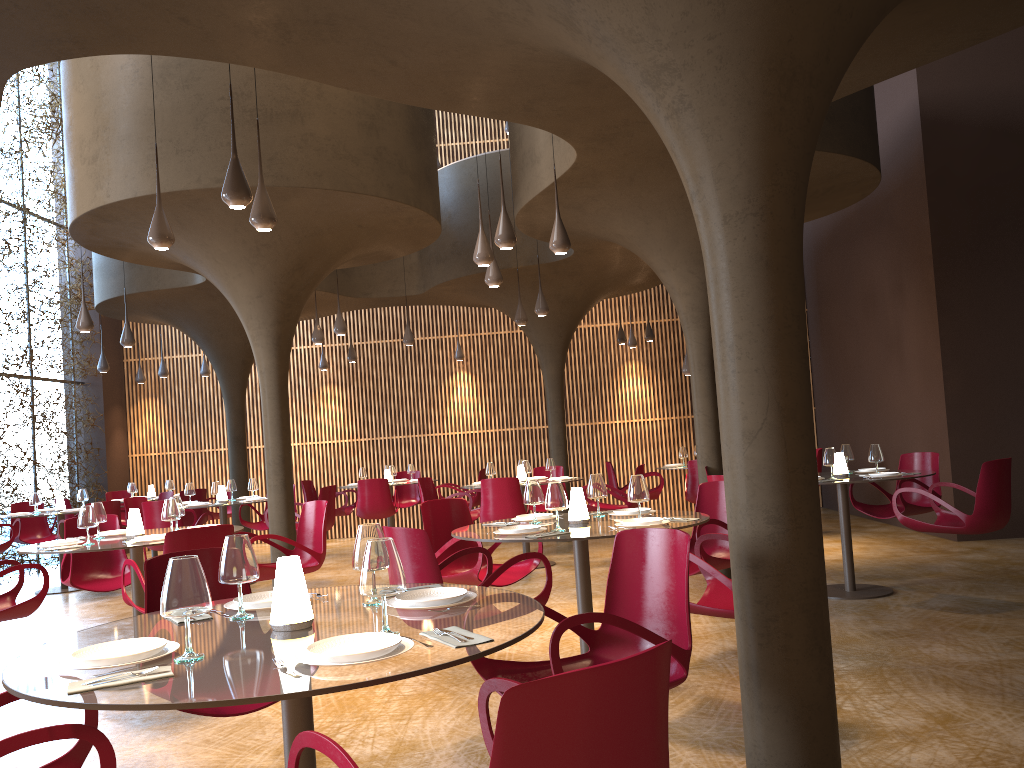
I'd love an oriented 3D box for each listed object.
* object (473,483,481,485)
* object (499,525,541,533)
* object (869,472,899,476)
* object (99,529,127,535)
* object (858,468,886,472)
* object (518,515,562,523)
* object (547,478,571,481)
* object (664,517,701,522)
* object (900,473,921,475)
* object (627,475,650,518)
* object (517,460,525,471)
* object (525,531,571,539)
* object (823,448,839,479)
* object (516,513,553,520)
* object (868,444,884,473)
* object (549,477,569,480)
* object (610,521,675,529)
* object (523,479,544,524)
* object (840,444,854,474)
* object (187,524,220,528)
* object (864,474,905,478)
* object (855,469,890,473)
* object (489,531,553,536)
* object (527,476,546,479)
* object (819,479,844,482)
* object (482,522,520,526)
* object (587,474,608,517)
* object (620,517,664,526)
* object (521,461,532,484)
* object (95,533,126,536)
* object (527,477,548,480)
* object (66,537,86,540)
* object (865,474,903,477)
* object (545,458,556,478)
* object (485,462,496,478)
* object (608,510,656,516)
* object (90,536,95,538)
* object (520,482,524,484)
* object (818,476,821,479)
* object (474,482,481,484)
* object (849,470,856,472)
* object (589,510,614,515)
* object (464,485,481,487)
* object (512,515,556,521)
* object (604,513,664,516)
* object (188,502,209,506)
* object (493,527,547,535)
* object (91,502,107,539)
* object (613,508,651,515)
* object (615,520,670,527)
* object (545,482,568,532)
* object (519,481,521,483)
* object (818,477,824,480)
[{"bbox_3d":[-0.385,1.361,12.106,0.332,0.014,0.332,-6,-4,29],"label":"object"},{"bbox_3d":[0.050,0.894,5.438,0.263,0.029,0.263,-7,-5,38],"label":"object"},{"bbox_3d":[3.430,0.835,8.174,0.263,0.029,0.263,-3,-4,-12],"label":"object"},{"bbox_3d":[-3.375,1.266,7.549,0.263,0.029,0.263,-2,-4,-26],"label":"object"},{"bbox_3d":[3.643,0.872,8.966,0.263,0.029,0.263,-1,-5,-38],"label":"object"},{"bbox_3d":[0.165,0.949,6.255,0.204,0.012,0.410,-7,-5,44],"label":"object"},{"bbox_3d":[0.630,1.275,11.863,0.332,0.014,0.332,-7,-5,36],"label":"object"},{"bbox_3d":[1.042,0.849,5.550,0.126,0.017,0.262,-1,-5,-37],"label":"object"},{"bbox_3d":[3.690,0.844,8.328,0.126,0.017,0.262,-1,-4,-34],"label":"object"},{"bbox_3d":[0.802,0.726,5.619,0.142,0.295,0.142,-5,-3,29],"label":"object"},{"bbox_3d":[0.141,1.203,12.357,0.142,0.295,0.142,-6,-3,35],"label":"object"},{"bbox_3d":[0.212,0.883,5.182,0.262,0.017,0.126,-1,-4,-36],"label":"object"},{"bbox_3d":[2.992,0.747,8.310,0.142,0.295,0.142,-4,-2,8],"label":"object"},{"bbox_3d":[0.162,0.938,6.251,0.263,0.029,0.263,-7,-5,39],"label":"object"},{"bbox_3d":[3.454,0.721,8.409,0.142,0.295,0.142,-3,-2,-13],"label":"object"},{"bbox_3d":[0.630,1.265,11.864,0.263,0.029,0.263,-5,-4,10],"label":"object"},{"bbox_3d":[0.787,0.850,5.379,0.410,0.012,0.204,-1,-5,-42],"label":"object"},{"bbox_3d":[0.149,0.797,6.023,0.142,0.295,0.142,-2,-3,-31],"label":"object"},{"bbox_3d":[3.409,0.764,9.027,0.142,0.295,0.142,-5,-3,15],"label":"object"},{"bbox_3d":[-2.570,1.200,7.399,0.263,0.029,0.263,-1,-5,-42],"label":"object"},{"bbox_3d":[3.427,0.846,8.170,0.410,0.012,0.205,-1,-5,-38],"label":"object"},{"bbox_3d":[3.644,0.881,8.966,0.332,0.014,0.332,-5,-4,20],"label":"object"},{"bbox_3d":[0.047,0.905,5.441,0.204,0.012,0.411,-1,-5,-40],"label":"object"},{"bbox_3d":[0.343,1.325,12.483,0.263,0.029,0.263,-4,-4,4],"label":"object"},{"bbox_3d":[2.889,0.885,8.094,0.262,0.017,0.127,-2,-4,-25],"label":"object"},{"bbox_3d":[-0.075,0.959,6.064,0.126,0.017,0.262,-1,-5,-42],"label":"object"},{"bbox_3d":[0.595,0.776,6.180,0.142,0.295,0.142,-6,-3,34],"label":"object"},{"bbox_3d":[0.790,0.839,5.383,0.263,0.029,0.263,-6,-4,24],"label":"object"},{"bbox_3d":[0.185,1.151,11.588,0.142,0.295,0.142,-4,-2,-6],"label":"object"},{"bbox_3d":[-3.374,1.275,7.549,0.332,0.014,0.332,-5,-4,19],"label":"object"},{"bbox_3d":[0.344,1.334,12.482,0.331,0.014,0.332,-3,-4,-15],"label":"object"},{"bbox_3d":[-3.637,1.291,7.400,0.126,0.017,0.262,-2,-4,-33],"label":"object"},{"bbox_3d":[3.430,0.845,8.173,0.331,0.014,0.332,-3,-4,-15],"label":"object"},{"bbox_3d":[0.525,1.159,12.080,0.142,0.295,0.142,-3,-3,-23],"label":"object"},{"bbox_3d":[-0.285,1.204,11.906,0.142,0.295,0.142,-6,-3,41],"label":"object"},{"bbox_3d":[0.833,0.894,6.133,0.332,0.014,0.332,-4,-4,7],"label":"object"},{"bbox_3d":[-3.371,1.276,7.552,0.410,0.012,0.205,-1,-5,-37],"label":"object"},{"bbox_3d":[-0.008,1.294,11.466,0.332,0.014,0.332,-3,-4,-8],"label":"object"},{"bbox_3d":[2.779,0.893,8.376,0.263,0.029,0.263,-1,-5,-41],"label":"object"},{"bbox_3d":[-0.386,1.351,12.106,0.263,0.029,0.263,-5,-4,10],"label":"object"},{"bbox_3d":[3.517,0.915,9.239,0.262,0.017,0.127,-2,-4,-29],"label":"object"},{"bbox_3d":[0.690,0.928,6.398,0.262,0.017,0.127,-2,-4,-32],"label":"object"},{"bbox_3d":[-0.502,1.358,11.827,0.262,0.017,0.126,-5,-4,19],"label":"object"},{"bbox_3d":[0.162,0.948,6.251,0.332,0.014,0.332,-5,-4,10],"label":"object"},{"bbox_3d":[0.836,0.895,6.129,0.204,0.012,0.411,-1,-5,-36],"label":"object"},{"bbox_3d":[-4.105,1.577,11.619,0.263,0.029,0.263,-5,-4,11],"label":"object"},{"bbox_3d":[0.050,0.903,5.438,0.332,0.014,0.332,-4,-4,0],"label":"object"},{"bbox_3d":[-3.423,1.127,7.324,0.142,0.295,0.142,-6,-3,45],"label":"object"},{"bbox_3d":[0.833,0.884,6.133,0.263,0.029,0.263,-4,-4,0],"label":"object"},{"bbox_3d":[0.791,0.849,5.382,0.332,0.014,0.332,-6,-4,27],"label":"object"},{"bbox_3d":[0.272,0.749,5.416,0.142,0.295,0.142,-4,-2,-3],"label":"object"},{"bbox_3d":[-0.009,1.284,11.467,0.263,0.029,0.263,-5,-4,21],"label":"object"},{"bbox_3d":[2.780,0.903,8.376,0.331,0.014,0.332,-3,-4,-12],"label":"object"}]
